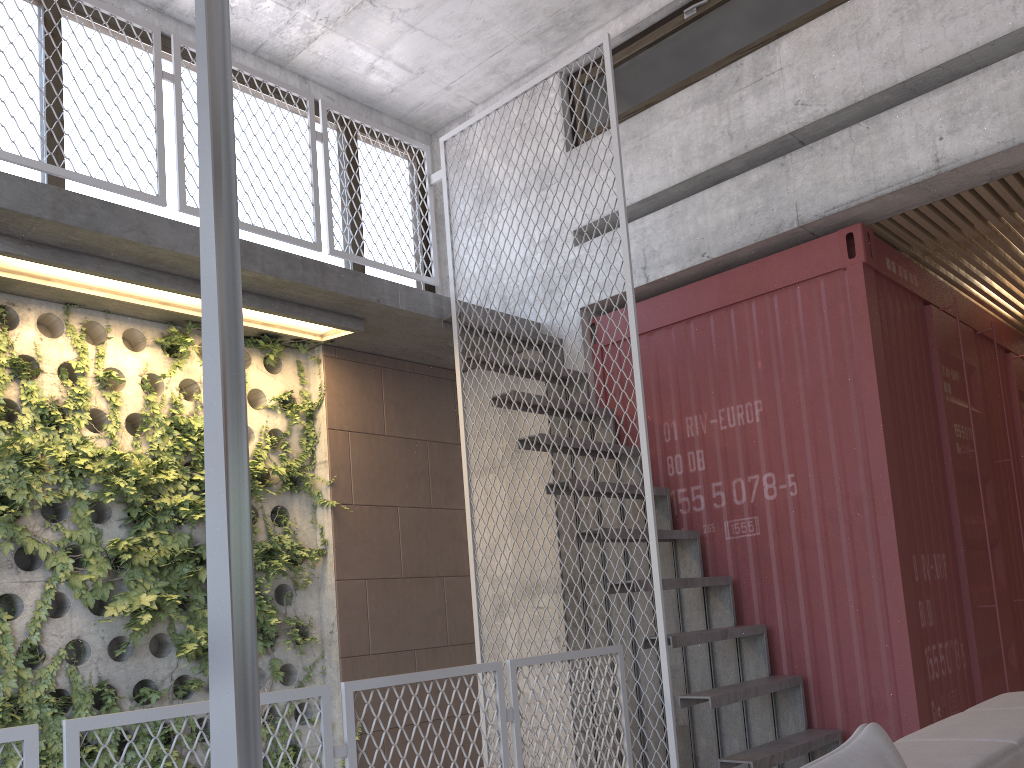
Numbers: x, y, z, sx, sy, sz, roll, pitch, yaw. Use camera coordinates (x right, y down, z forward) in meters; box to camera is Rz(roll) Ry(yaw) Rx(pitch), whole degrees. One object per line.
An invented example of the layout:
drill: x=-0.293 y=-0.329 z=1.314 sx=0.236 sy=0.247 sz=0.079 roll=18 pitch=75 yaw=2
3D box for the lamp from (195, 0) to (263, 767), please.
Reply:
lamp: x=0.197 y=-0.168 z=1.323 sx=2.657 sy=3.355 sz=0.762 roll=-10 pitch=-9 yaw=30

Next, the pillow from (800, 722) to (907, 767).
pillow: x=0.465 y=0.774 z=1.179 sx=0.225 sy=0.545 sz=0.567 roll=-12 pitch=-13 yaw=44

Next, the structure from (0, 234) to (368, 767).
structure: x=-1.878 y=1.098 z=4.872 sx=1.020 sy=3.741 sz=2.644 roll=-11 pitch=-11 yaw=42

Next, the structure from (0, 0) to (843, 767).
structure: x=-0.707 y=0.365 z=4.605 sx=3.085 sy=4.224 sz=3.709 roll=-13 pitch=-13 yaw=42

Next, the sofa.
sofa: x=1.900 y=0.963 z=1.110 sx=3.064 sy=0.768 sz=3.022 roll=-17 pitch=-19 yaw=41

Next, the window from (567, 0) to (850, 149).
window: x=3.469 y=-2.881 z=3.403 sx=8.586 sy=0.595 sz=0.114 roll=-18 pitch=-14 yaw=42

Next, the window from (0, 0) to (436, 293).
window: x=-1.893 y=-1.293 z=5.735 sx=0.111 sy=1.710 sz=3.596 roll=-10 pitch=-13 yaw=42

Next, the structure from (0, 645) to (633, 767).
structure: x=-1.614 y=1.709 z=3.468 sx=1.960 sy=0.913 sz=4.465 roll=-16 pitch=-18 yaw=41
